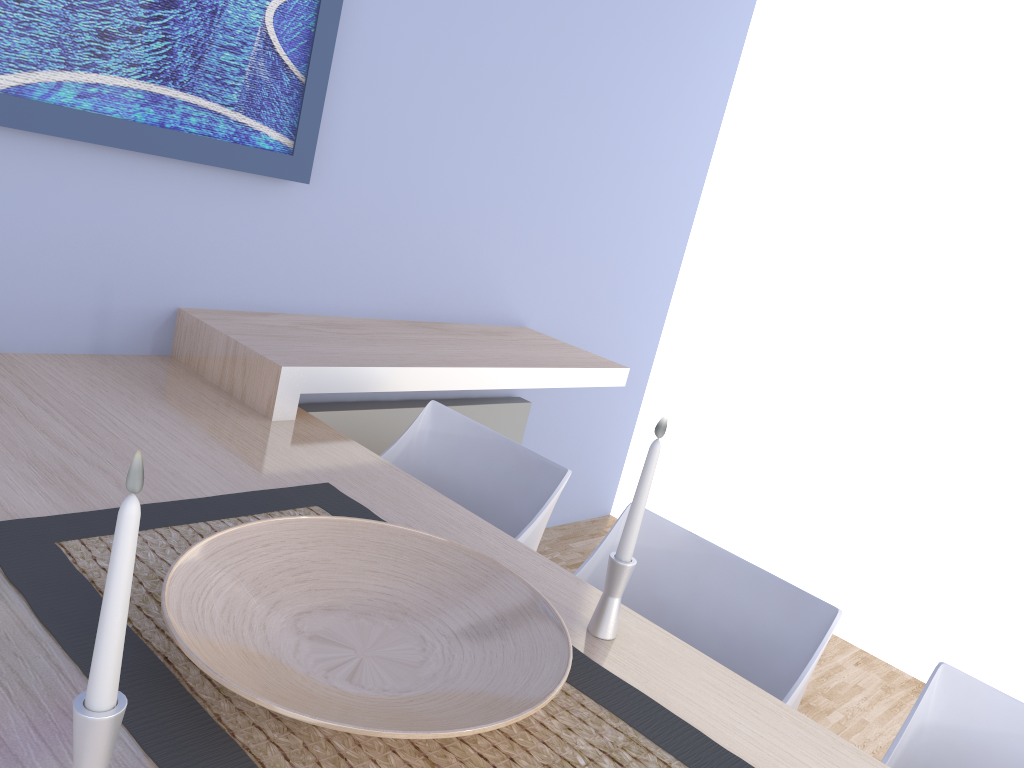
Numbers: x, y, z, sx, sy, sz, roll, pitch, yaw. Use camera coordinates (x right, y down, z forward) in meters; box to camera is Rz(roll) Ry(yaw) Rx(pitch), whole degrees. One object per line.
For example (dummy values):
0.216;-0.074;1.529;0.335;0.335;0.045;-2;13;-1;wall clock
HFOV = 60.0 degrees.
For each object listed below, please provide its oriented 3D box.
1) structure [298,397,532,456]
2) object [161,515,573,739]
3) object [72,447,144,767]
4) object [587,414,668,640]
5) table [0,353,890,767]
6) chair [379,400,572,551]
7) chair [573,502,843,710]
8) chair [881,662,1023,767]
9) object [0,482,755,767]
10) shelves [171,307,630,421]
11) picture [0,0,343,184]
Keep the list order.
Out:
-1.285;0.314;1.796;0.064;0.503;3.843;25;17;39;structure
-0.175;0.305;1.092;0.493;0.081;0.493;6;15;-31;object
-0.329;0.215;0.724;0.045;0.349;0.045;12;13;-8;object
0.175;0.207;1.292;0.045;0.349;0.045;25;17;39;object
-0.347;0.653;1.243;2.340;0.718;1.002;25;17;39;table
-0.238;0.483;1.912;0.510;0.793;0.486;25;17;39;chair
0.179;0.674;1.545;0.510;0.793;0.486;25;17;39;chair
0.602;0.867;1.172;0.510;0.793;0.486;25;17;39;chair
-0.181;0.346;1.102;0.986;0.005;0.594;24;17;38;object
-1.181;0.293;1.614;0.463;0.840;3.901;25;17;39;shelves
-0.834;-0.927;1.666;0.049;0.901;1.252;25;17;39;picture
